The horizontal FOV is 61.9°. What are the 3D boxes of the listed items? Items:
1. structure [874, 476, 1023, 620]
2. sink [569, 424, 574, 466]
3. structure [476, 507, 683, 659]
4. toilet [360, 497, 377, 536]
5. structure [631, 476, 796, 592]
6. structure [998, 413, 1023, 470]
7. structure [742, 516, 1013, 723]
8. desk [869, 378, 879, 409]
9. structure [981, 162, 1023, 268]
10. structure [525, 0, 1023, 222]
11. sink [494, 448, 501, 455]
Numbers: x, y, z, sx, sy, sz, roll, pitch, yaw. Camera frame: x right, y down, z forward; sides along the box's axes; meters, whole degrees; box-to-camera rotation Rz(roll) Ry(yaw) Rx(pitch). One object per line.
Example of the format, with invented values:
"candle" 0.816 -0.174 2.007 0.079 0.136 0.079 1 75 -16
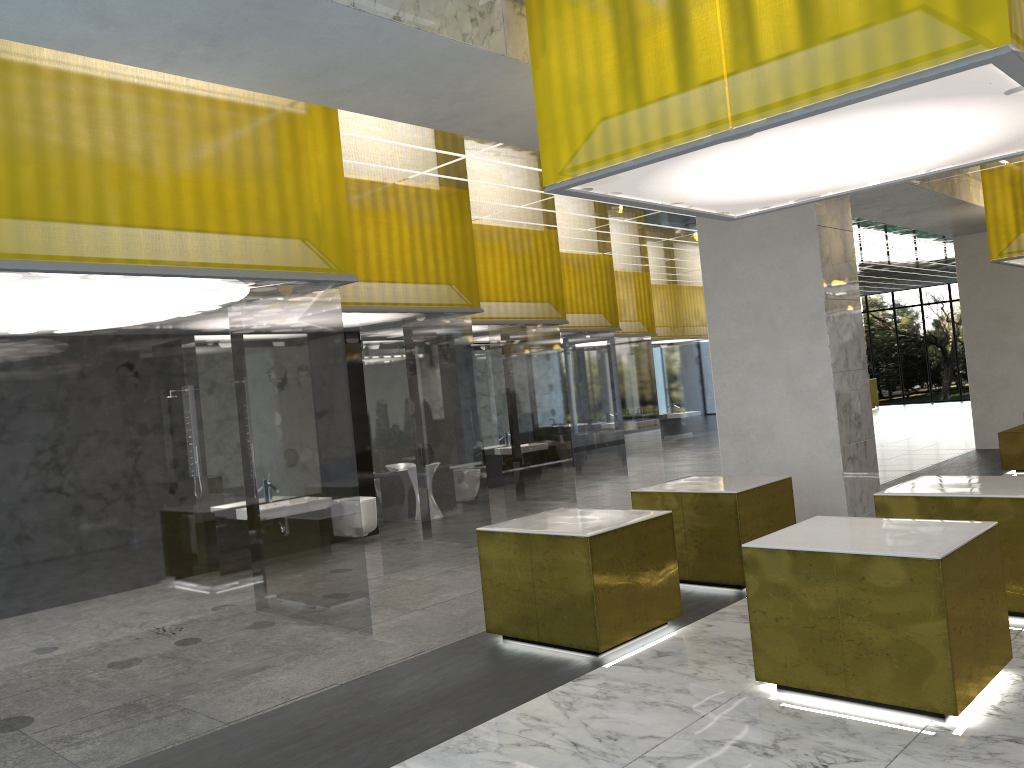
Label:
"structure" 4.666 1.591 8.518 1.450 1.173 1.354 -6 -1 43
"sink" 1.983 1.811 26.890 0.864 1.514 0.927 -5 -1 -7
"structure" 0.686 1.956 8.633 1.450 1.173 1.354 -6 -1 43
"toilet" -2.860 2.440 15.632 0.886 0.687 0.475 -6 -1 43
"structure" 2.516 1.807 10.536 1.450 1.173 1.354 -6 -1 43
"structure" 12.626 0.130 17.061 4.115 2.571 4.828 -6 -1 44
"structure" 2.832 1.741 6.611 1.450 1.173 1.354 -6 -1 43
"desk" 16.179 0.682 43.264 3.418 1.508 3.268 -6 -1 43
"structure" 11.376 -3.665 16.304 3.458 2.269 3.044 -6 -1 43
"structure" 2.463 -2.936 7.035 3.457 2.269 3.044 -6 -1 43
"sink" 0.171 1.655 22.758 0.930 1.053 1.301 -6 -1 44
